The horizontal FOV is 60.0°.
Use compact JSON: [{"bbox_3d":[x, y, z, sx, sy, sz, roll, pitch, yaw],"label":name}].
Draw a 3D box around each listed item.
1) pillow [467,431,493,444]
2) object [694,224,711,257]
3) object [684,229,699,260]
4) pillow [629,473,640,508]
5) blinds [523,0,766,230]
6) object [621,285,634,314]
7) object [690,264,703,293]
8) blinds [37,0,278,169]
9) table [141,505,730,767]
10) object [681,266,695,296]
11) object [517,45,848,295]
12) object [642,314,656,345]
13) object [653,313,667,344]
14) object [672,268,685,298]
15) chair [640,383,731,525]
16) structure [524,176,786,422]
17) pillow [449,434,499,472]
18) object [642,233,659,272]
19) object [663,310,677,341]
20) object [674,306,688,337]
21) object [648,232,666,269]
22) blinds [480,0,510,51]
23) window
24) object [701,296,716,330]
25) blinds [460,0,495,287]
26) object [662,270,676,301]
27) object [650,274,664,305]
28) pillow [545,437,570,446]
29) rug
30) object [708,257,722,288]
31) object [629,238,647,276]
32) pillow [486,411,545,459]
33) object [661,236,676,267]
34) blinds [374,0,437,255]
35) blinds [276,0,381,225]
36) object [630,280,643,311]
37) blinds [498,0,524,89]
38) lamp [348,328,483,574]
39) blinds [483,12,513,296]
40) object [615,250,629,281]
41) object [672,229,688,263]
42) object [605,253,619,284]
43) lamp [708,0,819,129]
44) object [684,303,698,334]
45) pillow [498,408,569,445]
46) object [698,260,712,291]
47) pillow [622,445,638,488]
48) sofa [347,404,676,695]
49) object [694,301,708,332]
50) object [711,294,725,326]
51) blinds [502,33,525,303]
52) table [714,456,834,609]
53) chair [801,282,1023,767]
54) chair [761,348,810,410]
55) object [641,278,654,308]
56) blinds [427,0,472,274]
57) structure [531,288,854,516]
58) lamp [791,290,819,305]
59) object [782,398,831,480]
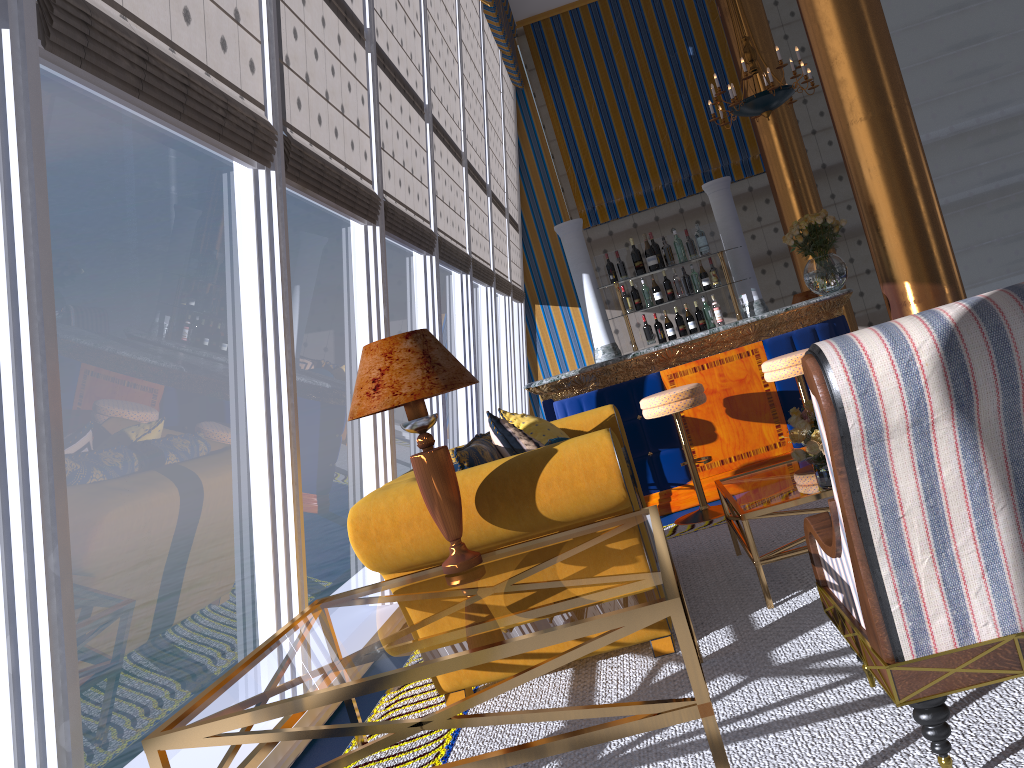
[{"bbox_3d":[-0.049,0.477,4.236,0.246,0.546,0.611,-17,0,4],"label":"pillow"},{"bbox_3d":[1.492,-1.136,6.995,0.092,0.259,0.091,-17,1,-10],"label":"object"},{"bbox_3d":[1.397,-1.099,6.965,0.073,0.246,0.072,-17,1,-34],"label":"object"},{"bbox_3d":[0.302,0.488,3.391,0.372,0.219,0.175,-17,0,6],"label":"pillow"},{"bbox_3d":[1.824,-3.922,12.060,2.656,2.991,0.152,-17,1,6],"label":"blinds"},{"bbox_3d":[0.892,-0.664,6.926,0.066,0.225,0.065,-17,1,-24],"label":"object"},{"bbox_3d":[1.441,-0.832,6.979,0.059,0.230,0.058,-17,1,-34],"label":"object"},{"bbox_3d":[-1.089,-2.555,2.682,0.873,3.395,1.367,-17,1,7],"label":"blinds"},{"bbox_3d":[-0.091,0.865,2.489,1.235,0.550,1.153,-17,0,7],"label":"table"},{"bbox_3d":[1.370,-0.810,6.966,0.072,0.232,0.071,-17,1,-15],"label":"object"},{"bbox_3d":[1.245,-7.785,4.184,63.028,33.607,63.510,-17,0,13],"label":"object"},{"bbox_3d":[1.061,-0.430,6.949,0.071,0.242,0.071,-17,1,-12],"label":"object"},{"bbox_3d":[1.154,-0.440,6.975,0.065,0.244,0.065,-17,1,10],"label":"object"},{"bbox_3d":[1.294,-0.793,6.943,0.057,0.239,0.056,-17,1,-19],"label":"object"},{"bbox_3d":[1.057,0.411,5.323,0.395,0.782,0.402,-16,1,45],"label":"chair"},{"bbox_3d":[1.179,-0.353,7.112,2.313,2.196,0.768,-17,1,-2],"label":"structure"},{"bbox_3d":[-0.122,0.495,3.633,0.246,0.549,0.608,-17,0,4],"label":"pillow"},{"bbox_3d":[1.076,-1.029,6.943,0.085,0.303,0.085,-17,1,1],"label":"object"},{"bbox_3d":[1.231,-0.462,6.968,0.069,0.244,0.068,-17,1,-12],"label":"object"},{"bbox_3d":[1.315,-0.491,6.962,0.066,0.244,0.065,-17,1,-12],"label":"object"},{"bbox_3d":[1.126,-1.045,6.962,0.081,0.303,0.082,-16,1,23],"label":"object"},{"bbox_3d":[-0.248,-4.377,9.969,0.338,0.830,1.527,-17,0,7],"label":"blinds"},{"bbox_3d":[-0.840,-1.672,4.965,1.616,5.856,15.493,-17,0,7],"label":"window"},{"bbox_3d":[1.545,-0.568,7.016,0.069,0.269,0.068,-17,1,-33],"label":"object"},{"bbox_3d":[-0.367,-2.751,8.640,0.873,3.395,1.367,-17,1,7],"label":"blinds"},{"bbox_3d":[1.218,-0.773,6.948,0.066,0.244,0.065,-17,1,-12],"label":"object"},{"bbox_3d":[1.126,-0.741,6.942,0.069,0.244,0.068,-17,1,-12],"label":"object"},{"bbox_3d":[0.321,0.404,3.872,0.318,0.404,0.476,-17,0,20],"label":"pillow"},{"bbox_3d":[1.020,0.820,2.218,3.585,0.010,6.267,-17,0,7],"label":"rug"},{"bbox_3d":[1.584,-0.879,6.967,0.071,0.244,0.072,-16,1,27],"label":"object"},{"bbox_3d":[0.975,-0.999,6.954,0.081,0.303,0.081,-17,1,12],"label":"object"},{"bbox_3d":[0.105,0.371,3.672,0.280,0.619,0.691,-17,0,5],"label":"pillow"},{"bbox_3d":[1.216,-1.041,6.954,0.077,0.248,0.076,-17,1,-30],"label":"object"},{"bbox_3d":[-0.729,-2.652,5.656,0.873,3.395,1.367,-17,1,7],"label":"blinds"},{"bbox_3d":[-0.909,-2.603,4.166,0.873,3.395,1.367,-17,1,7],"label":"blinds"},{"bbox_3d":[0.965,-0.697,6.944,0.066,0.244,0.065,-17,1,-12],"label":"object"},{"bbox_3d":[-0.062,-4.427,11.503,0.338,0.830,1.527,-17,0,7],"label":"blinds"},{"bbox_3d":[-0.270,0.225,2.906,0.443,0.783,0.449,-16,1,22],"label":"lamp"},{"bbox_3d":[-0.181,-2.801,10.175,0.873,3.395,1.367,-17,1,7],"label":"blinds"},{"bbox_3d":[0.861,-0.938,7.026,0.073,0.246,0.072,-17,1,-34],"label":"object"},{"bbox_3d":[1.304,-1.082,6.937,0.069,0.271,0.069,-16,1,17],"label":"object"},{"bbox_3d":[0.777,-0.912,6.992,0.065,0.244,0.065,-17,1,10],"label":"object"},{"bbox_3d":[2.243,-3.811,8.925,1.064,2.422,1.054,-17,1,-16],"label":"lamp"},{"bbox_3d":[1.397,-0.516,6.980,0.069,0.244,0.068,-17,1,-12],"label":"object"},{"bbox_3d":[0.171,0.349,4.211,0.327,0.583,0.580,-16,0,27],"label":"pillow"},{"bbox_3d":[1.507,-0.856,6.973,0.069,0.244,0.068,-17,1,-12],"label":"object"},{"bbox_3d":[0.414,0.458,4.380,0.372,0.219,0.215,-17,0,6],"label":"pillow"},{"bbox_3d":[0.093,0.654,3.928,0.999,0.854,1.849,-17,0,7],"label":"sofa"},{"bbox_3d":[1.478,-0.536,6.992,0.066,0.244,0.065,-17,1,-12],"label":"object"},{"bbox_3d":[1.622,-0.586,7.017,0.061,0.258,0.061,-17,1,7],"label":"object"},{"bbox_3d":[-0.003,-2.850,11.650,0.873,3.395,1.367,-17,1,7],"label":"blinds"},{"bbox_3d":[1.419,0.511,3.702,0.973,0.369,0.908,-17,0,7],"label":"table"},{"bbox_3d":[1.112,0.271,2.015,0.792,0.967,0.785,-17,0,7],"label":"chair"},{"bbox_3d":[1.795,0.190,5.335,0.401,0.782,0.395,-17,1,-34],"label":"chair"},{"bbox_3d":[1.052,-0.715,6.948,0.059,0.230,0.058,-17,1,-34],"label":"object"},{"bbox_3d":[-0.544,-2.702,7.178,0.873,3.395,1.367,-17,1,7],"label":"blinds"},{"bbox_3d":[1.379,0.174,6.034,2.314,1.065,0.768,-17,0,-4],"label":"structure"},{"bbox_3d":[3.399,-0.661,10.019,0.447,0.783,0.445,-17,1,-8],"label":"lamp"},{"bbox_3d":[1.317,0.191,3.595,0.456,0.388,0.502,-17,0,-12],"label":"object"}]
